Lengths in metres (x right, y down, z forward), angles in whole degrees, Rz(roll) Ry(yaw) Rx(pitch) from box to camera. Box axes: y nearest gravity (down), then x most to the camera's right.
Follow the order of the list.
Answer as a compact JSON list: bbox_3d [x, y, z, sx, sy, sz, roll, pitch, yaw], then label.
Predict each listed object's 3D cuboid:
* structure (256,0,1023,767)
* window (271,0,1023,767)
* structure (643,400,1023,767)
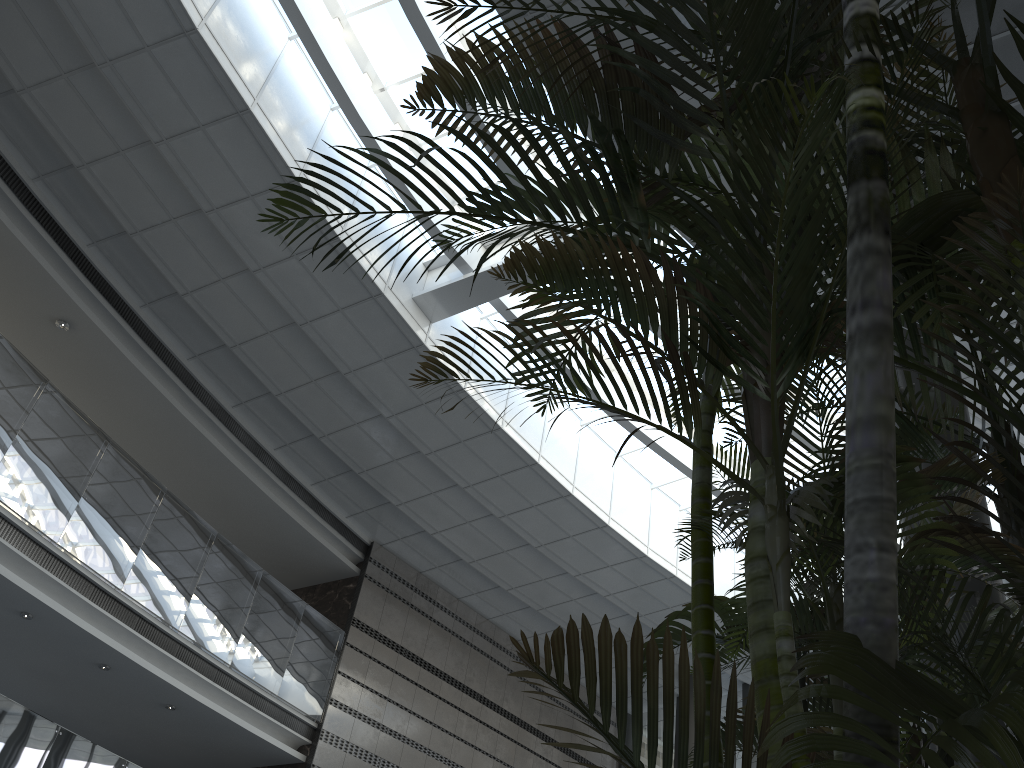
[{"bbox_3d":[0.540,0.078,1.597,2.435,4.055,2.889,-10,-42,24],"label":"structure"},{"bbox_3d":[0.096,2.437,7.807,19.753,8.825,14.629,28,-44,-22],"label":"window"},{"bbox_3d":[1.276,1.724,2.711,1.654,3.247,2.324,-12,-43,26],"label":"structure"}]
